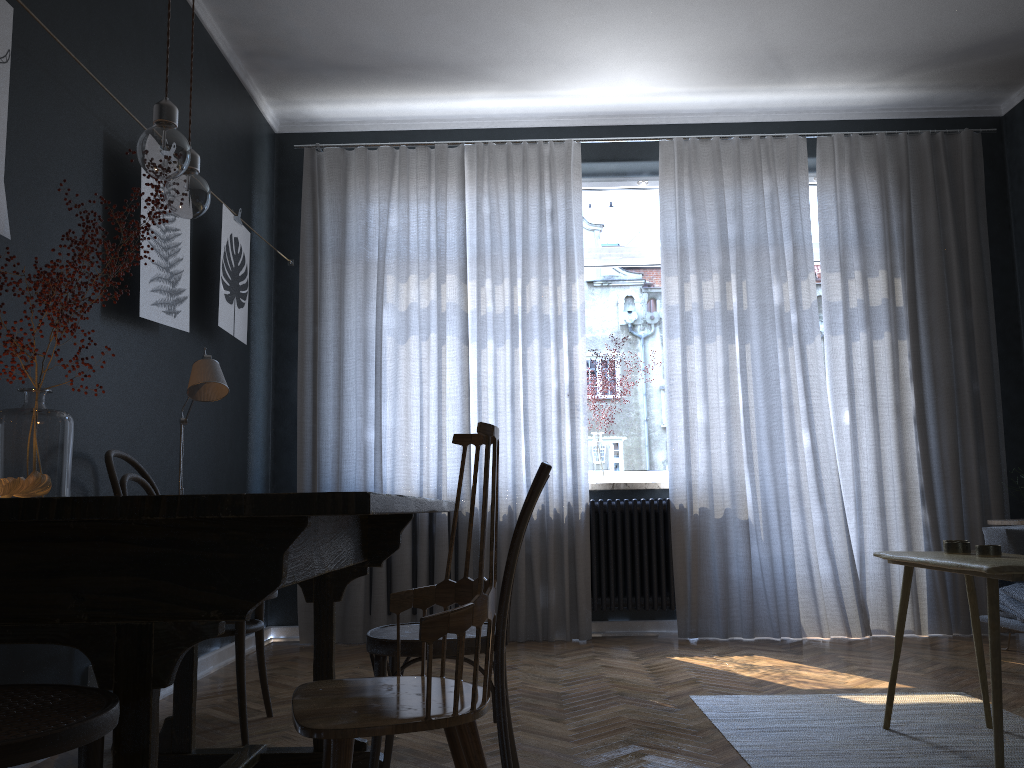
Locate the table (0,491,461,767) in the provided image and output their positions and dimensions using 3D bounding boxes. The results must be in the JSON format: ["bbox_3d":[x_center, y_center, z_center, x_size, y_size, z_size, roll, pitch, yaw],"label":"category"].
[{"bbox_3d":[-0.723,0.619,1.891,1.126,0.726,1.607,-1,-8,1],"label":"table"}]

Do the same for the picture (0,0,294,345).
[{"bbox_3d":[-1.313,-0.658,2.926,0.058,0.769,4.466,-1,-8,1],"label":"picture"}]

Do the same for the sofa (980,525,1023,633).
[{"bbox_3d":[2.410,0.635,2.650,0.970,0.796,2.345,-1,-8,0],"label":"sofa"}]

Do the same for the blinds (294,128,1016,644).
[{"bbox_3d":[0.773,-0.020,4.949,3.992,2.783,0.313,-1,-7,1],"label":"blinds"}]

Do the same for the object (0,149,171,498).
[{"bbox_3d":[-1.186,-0.160,2.221,0.639,0.929,0.557,3,-8,-29],"label":"object"}]

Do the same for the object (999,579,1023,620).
[{"bbox_3d":[2.113,0.746,3.223,0.490,0.328,0.668,-2,-8,6],"label":"object"}]

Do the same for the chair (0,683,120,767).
[{"bbox_3d":[-0.739,0.405,1.068,0.438,0.919,0.550,-1,-7,3],"label":"chair"}]

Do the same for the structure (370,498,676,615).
[{"bbox_3d":[0.097,0.948,4.901,1.846,0.599,0.216,-1,-7,1],"label":"structure"}]

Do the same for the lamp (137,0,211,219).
[{"bbox_3d":[-0.170,-1.252,1.931,1.592,1.571,0.583,-6,-9,32],"label":"lamp"}]

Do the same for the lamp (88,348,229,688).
[{"bbox_3d":[-1.073,0.456,2.809,0.242,1.067,0.801,6,-10,-44],"label":"lamp"}]

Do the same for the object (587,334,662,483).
[{"bbox_3d":[0.528,0.153,5.021,0.514,0.808,0.600,2,-8,-25],"label":"object"}]

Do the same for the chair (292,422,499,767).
[{"bbox_3d":[-0.194,0.505,1.580,0.384,0.855,0.457,1,-8,-14],"label":"chair"}]

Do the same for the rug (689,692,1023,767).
[{"bbox_3d":[1.138,1.007,2.276,1.003,0.013,2.015,-1,-8,1],"label":"rug"}]

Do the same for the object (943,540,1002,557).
[{"bbox_3d":[1.332,0.483,2.611,0.103,0.033,0.369,-3,-8,11],"label":"object"}]

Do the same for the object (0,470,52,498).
[{"bbox_3d":[-1.113,0.220,1.864,0.252,0.072,0.254,-2,-8,7],"label":"object"}]

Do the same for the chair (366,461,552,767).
[{"bbox_3d":[-0.129,0.609,2.226,0.467,0.818,0.363,-1,-7,0],"label":"chair"}]

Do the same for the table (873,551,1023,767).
[{"bbox_3d":[1.307,0.752,2.441,0.339,0.549,0.789,-1,-8,1],"label":"table"}]

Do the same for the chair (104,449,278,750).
[{"bbox_3d":[-1.056,0.674,2.927,0.549,0.919,0.438,-1,-7,-2],"label":"chair"}]
